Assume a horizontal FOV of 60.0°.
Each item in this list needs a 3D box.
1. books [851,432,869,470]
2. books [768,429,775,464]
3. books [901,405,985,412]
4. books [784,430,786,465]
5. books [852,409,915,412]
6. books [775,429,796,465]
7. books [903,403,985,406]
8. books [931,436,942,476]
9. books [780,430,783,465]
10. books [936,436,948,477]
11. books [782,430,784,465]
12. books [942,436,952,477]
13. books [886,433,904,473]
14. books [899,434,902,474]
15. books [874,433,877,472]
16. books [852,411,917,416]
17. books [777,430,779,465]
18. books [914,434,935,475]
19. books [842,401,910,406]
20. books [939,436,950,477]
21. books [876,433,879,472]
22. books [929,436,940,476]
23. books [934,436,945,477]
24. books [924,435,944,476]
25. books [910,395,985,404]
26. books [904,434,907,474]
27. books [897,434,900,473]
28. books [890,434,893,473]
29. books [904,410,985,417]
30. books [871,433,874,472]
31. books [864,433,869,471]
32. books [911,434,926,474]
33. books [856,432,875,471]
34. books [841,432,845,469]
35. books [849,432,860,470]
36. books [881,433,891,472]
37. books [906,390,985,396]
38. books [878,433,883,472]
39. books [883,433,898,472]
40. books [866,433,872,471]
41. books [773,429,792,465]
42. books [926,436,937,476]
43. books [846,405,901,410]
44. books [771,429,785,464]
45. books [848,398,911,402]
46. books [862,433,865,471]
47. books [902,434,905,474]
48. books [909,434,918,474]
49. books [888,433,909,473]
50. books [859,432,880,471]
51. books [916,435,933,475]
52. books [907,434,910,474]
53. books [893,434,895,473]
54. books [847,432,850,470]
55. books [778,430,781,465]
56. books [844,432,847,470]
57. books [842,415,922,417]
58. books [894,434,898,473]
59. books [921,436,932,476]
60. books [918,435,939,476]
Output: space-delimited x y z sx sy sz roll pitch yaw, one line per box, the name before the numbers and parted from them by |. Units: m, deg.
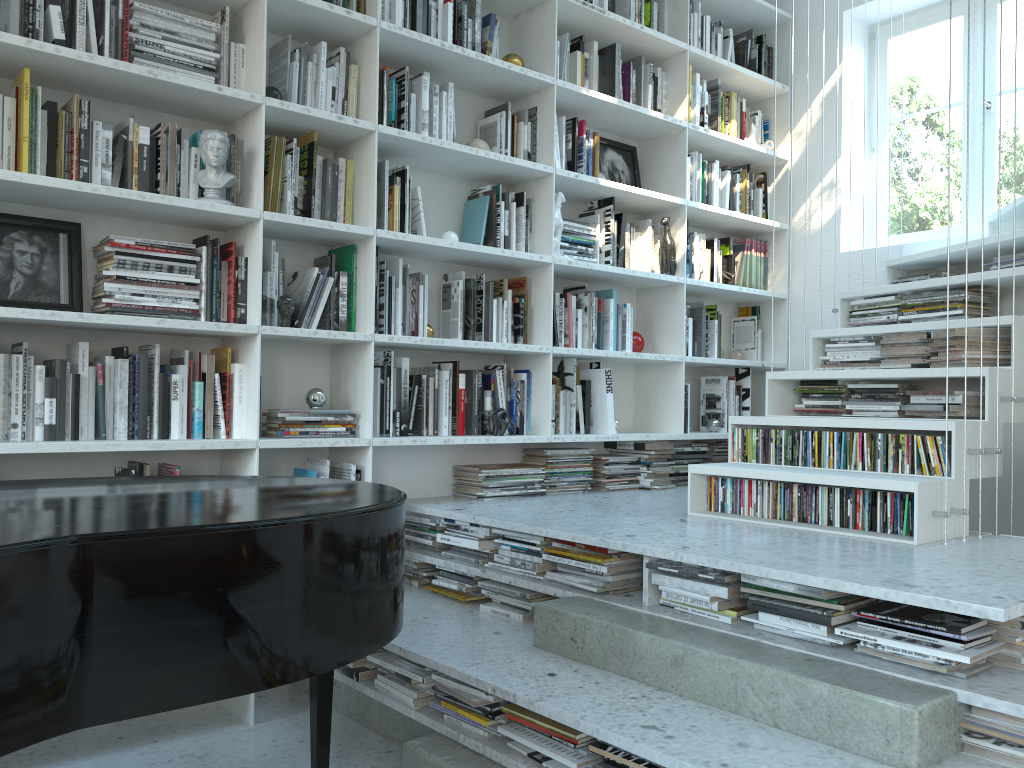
books | 1.182 0.225 2.981 0.125 0.125 0.016 2 -1 -39
books | 0.975 0.228 3.232 0.125 0.125 0.010 2 -1 -39
books | 1.500 0.084 3.069 0.172 0.019 0.240 1 -1 -14
books | 1.016 0.227 3.183 0.125 0.125 0.008 2 -1 -39
books | 1.408 0.101 3.347 0.147 0.008 0.188 2 -2 -35
books | 0.991 0.228 3.213 0.125 0.125 0.009 2 -1 -39
books | 1.515 0.071 3.074 0.161 0.007 0.254 1 -1 -19
books | 1.355 0.225 2.771 0.125 0.123 0.036 2 -1 -39
books | 1.005 0.228 3.195 0.125 0.125 0.008 2 -1 -39
books | 1.365 0.224 2.759 0.125 0.123 0.034 2 -1 -39
books | 1.011 0.227 3.189 0.125 0.125 0.008 2 -1 -39
books | 1.375 0.224 2.746 0.125 0.123 0.034 2 -1 -39
books | 1.255 0.224 2.892 0.125 0.125 0.007 2 -1 -39
books | 1.283 0.224 2.859 0.125 0.125 0.010 2 -1 -39
books | 1.229 0.225 2.925 0.125 0.125 0.007 2 -1 -39
books | 1.408 0.112 3.347 0.137 0.013 0.199 2 -2 -33
books | 0.996 0.228 3.206 0.125 0.125 0.007 2 -1 -39
books | 1.314 0.223 2.821 0.125 0.125 0.011 2 -1 -39
books | 1.395 0.074 3.336 0.184 0.014 0.225 2 -2 -42
books | 1.370 0.224 2.753 0.125 0.123 0.036 2 -1 -39
books | 1.234 0.224 2.918 0.125 0.125 0.008 2 -1 -39
books | 1.350 0.225 2.777 0.125 0.123 0.035 2 -1 -39
books | 1.360 0.224 2.765 0.125 0.123 0.035 2 -1 -39
books | 1.341 0.225 2.788 0.125 0.123 0.034 2 -1 -39
books | 1.523 0.054 3.077 0.141 0.028 0.222 1 -1 -20
books | 1.293 0.224 2.846 0.125 0.125 0.008 2 -1 -39
books | 1.278 0.224 2.864 0.125 0.125 0.010 2 -1 -39
books | 1.265 0.224 2.881 0.125 0.125 0.008 2 -1 -39
books | 1.519 0.102 3.075 0.136 0.017 0.288 1 -1 -16
books | 1.223 0.225 2.931 0.125 0.125 0.009 2 -1 -39
books | 1.208 0.225 2.949 0.125 0.125 0.012 2 -1 -39
books | 1.308 0.223 2.829 0.125 0.125 0.008 2 -1 -39
books | 1.191 0.225 2.970 0.125 0.125 0.013 2 -1 -39
books | 1.156 0.226 3.013 0.125 0.125 0.013 2 -1 -39
books | 1.175 0.225 2.990 0.125 0.125 0.009 2 -1 -39
books | 1.244 0.224 2.906 0.125 0.125 0.010 2 -1 -39
books | 1.512 0.032 3.073 0.168 0.014 0.212 1 -1 -19
books | 1.238 0.224 2.913 0.125 0.125 0.008 2 -1 -39
books | 1.250 0.224 2.899 0.125 0.125 0.009 2 -1 -39
books | 1.214 0.225 2.942 0.125 0.125 0.018 2 -1 -39
books | 0.986 0.228 3.219 0.125 0.125 0.009 2 -1 -39
books | 1.345 0.224 2.783 0.125 0.123 0.034 2 -1 -39
books | 1.395 0.089 3.337 0.175 0.016 0.207 2 -2 -45
books | 0.981 0.228 3.225 0.125 0.125 0.007 2 -1 -39
books | 1.405 0.061 3.345 0.150 0.013 0.219 2 -2 -34
books | 1.202 0.225 2.957 0.125 0.125 0.007 2 -1 -39
books | 1.288 0.224 2.852 0.125 0.125 0.008 2 -1 -39
books | 1.303 0.224 2.835 0.125 0.125 0.007 2 -1 -39
books | 1.260 0.224 2.887 0.125 0.125 0.007 2 -1 -39
books | 1.197 0.225 2.963 0.125 0.125 0.009 2 -1 -39
books | 1.325 0.225 2.807 0.125 0.123 0.034 2 -1 -39
books | 1.298 0.224 2.840 0.125 0.125 0.008 2 -1 -39
books | 1.269 0.224 2.875 0.125 0.125 0.008 2 -1 -39
books | 1.168 0.225 2.998 0.125 0.125 0.011 2 -1 -39
books | 1.001 0.228 3.201 0.125 0.125 0.008 2 -1 -39
books | 1.162 0.225 3.005 0.125 0.125 0.009 2 -1 -39
books | 1.390 0.120 3.332 0.191 0.004 0.223 2 -2 -43
books | 1.273 0.224 2.870 0.125 0.125 0.008 2 -1 -39
books | 1.335 0.225 2.795 0.125 0.123 0.036 2 -1 -39
books | 1.330 0.225 2.801 0.125 0.123 0.035 2 -1 -39
